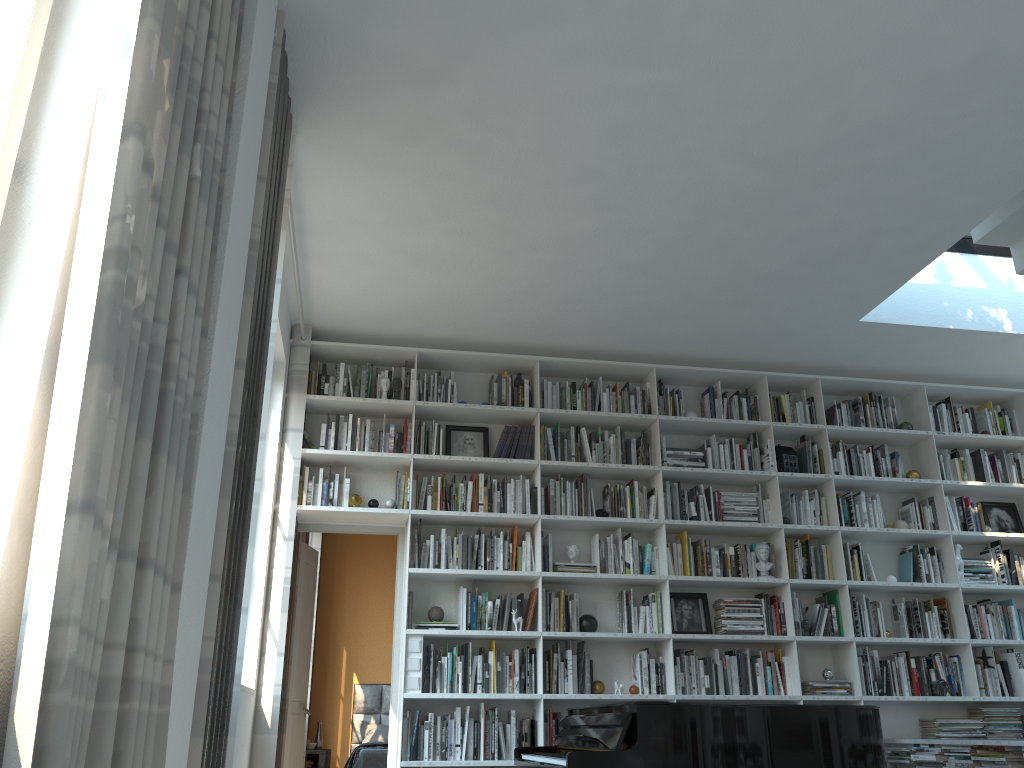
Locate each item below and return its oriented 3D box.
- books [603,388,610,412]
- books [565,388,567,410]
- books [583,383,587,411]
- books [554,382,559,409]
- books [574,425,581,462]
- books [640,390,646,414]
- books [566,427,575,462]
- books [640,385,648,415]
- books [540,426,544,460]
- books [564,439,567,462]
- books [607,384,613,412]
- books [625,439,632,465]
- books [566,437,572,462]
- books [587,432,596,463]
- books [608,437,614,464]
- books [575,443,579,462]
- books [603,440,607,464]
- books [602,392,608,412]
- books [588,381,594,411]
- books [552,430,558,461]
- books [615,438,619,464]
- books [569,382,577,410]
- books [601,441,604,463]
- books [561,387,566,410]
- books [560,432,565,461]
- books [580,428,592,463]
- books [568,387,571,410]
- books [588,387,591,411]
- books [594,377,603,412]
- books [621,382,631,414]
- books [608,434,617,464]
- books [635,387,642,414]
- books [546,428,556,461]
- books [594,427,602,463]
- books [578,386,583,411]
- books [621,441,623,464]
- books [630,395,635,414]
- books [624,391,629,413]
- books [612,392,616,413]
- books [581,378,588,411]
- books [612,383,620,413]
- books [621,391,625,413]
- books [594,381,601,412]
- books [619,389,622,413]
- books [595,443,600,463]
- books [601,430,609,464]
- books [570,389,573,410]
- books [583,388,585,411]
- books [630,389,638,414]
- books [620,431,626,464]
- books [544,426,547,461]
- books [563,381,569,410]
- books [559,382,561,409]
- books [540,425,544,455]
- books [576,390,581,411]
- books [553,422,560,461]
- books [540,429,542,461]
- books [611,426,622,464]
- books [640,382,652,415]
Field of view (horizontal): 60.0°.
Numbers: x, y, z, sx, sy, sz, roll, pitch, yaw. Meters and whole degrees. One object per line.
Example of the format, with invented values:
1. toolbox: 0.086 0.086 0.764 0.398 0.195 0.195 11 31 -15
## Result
1. books: 0.669 0.164 6.330 0.026 0.235 0.135 3 -21 -9
2. books: 0.364 0.155 6.266 0.015 0.206 0.167 3 -21 -9
3. books: 0.505 0.143 6.296 0.013 0.250 0.184 3 -21 -9
4. books: 0.304 0.132 6.267 0.023 0.250 0.171 3 -21 -9
5. books: 0.454 0.459 6.188 0.013 0.314 0.135 3 -21 -9
6. books: 0.921 0.179 6.353 0.026 0.224 0.173 3 -21 -9
7. books: 0.406 0.460 6.160 0.023 0.292 0.156 3 -21 -9
8. books: 0.939 0.163 6.371 0.014 0.266 0.172 3 -21 -9
9. books: 0.195 0.452 6.127 0.013 0.282 0.159 3 -21 -9
10. books: 0.354 0.502 6.142 0.024 0.200 0.154 3 -21 -9
11. books: 0.688 0.150 6.340 0.014 0.268 0.157 3 -21 -9
12. books: 0.795 0.518 6.206 0.030 0.217 0.183 3 -21 -9
13. books: 0.381 0.493 6.142 0.029 0.218 0.158 3 -21 -9
14. books: 0.550 0.485 6.185 0.027 0.264 0.169 3 -21 -9
15. books: 0.675 0.504 6.181 0.021 0.225 0.192 3 -21 -9
16. books: 0.433 0.518 6.153 0.034 0.179 0.160 3 -21 -9
17. books: 0.632 0.513 6.182 0.010 0.207 0.174 3 -21 -9
18. books: 0.642 0.181 6.310 0.031 0.189 0.182 3 -21 -9
19. books: 0.557 0.134 6.308 0.013 0.275 0.165 3 -21 -9
20. books: 0.296 0.469 6.137 0.011 0.259 0.158 3 -21 -9
21. books: 0.717 0.510 6.203 0.013 0.230 0.142 3 -21 -9
22. books: 0.428 0.137 6.305 0.028 0.267 0.152 3 -21 -9
23. books: 0.611 0.520 6.204 0.024 0.211 0.128 3 -21 -9
24. books: 0.344 0.148 6.250 0.029 0.207 0.179 3 -21 -9
25. books: 0.329 0.476 6.132 0.031 0.241 0.182 3 -21 -9
26. books: 0.502 0.466 6.167 0.075 0.284 0.179 3 -21 -9
27. books: 0.388 0.154 6.301 0.025 0.234 0.130 3 -21 -9
28. books: 0.534 0.157 6.311 0.029 0.234 0.130 3 -21 -9
29. books: 0.619 0.124 6.335 0.014 0.314 0.166 3 -21 -9
30. books: 0.816 0.147 6.355 0.013 0.284 0.160 3 -21 -9
31. books: 0.696 0.496 6.208 0.028 0.260 0.136 3 -21 -9
32. books: 0.890 0.168 6.374 0.029 0.260 0.152 3 -21 -9
33. books: 0.256 0.462 6.140 0.067 0.273 0.168 3 -21 -9
34. books: 0.597 0.465 6.194 0.012 0.306 0.145 3 -21 -9
35. books: 0.480 0.152 6.296 0.013 0.233 0.155 3 -21 -9
36. books: 0.744 0.524 6.214 0.024 0.212 0.150 3 -21 -9
37. books: 0.838 0.193 6.335 0.031 0.184 0.177 3 -21 -9
38. books: 0.790 0.179 6.319 0.026 0.199 0.188 3 -21 -9
39. books: 0.708 0.181 6.342 0.029 0.212 0.142 3 -21 -9
40. books: 0.516 0.122 6.308 0.010 0.297 0.151 3 -21 -9
41. books: 0.734 0.148 6.329 0.014 0.265 0.193 3 -21 -9
42. books: 0.770 0.175 6.319 0.013 0.206 0.178 3 -21 -9
43. books: 0.589 0.137 6.310 0.052 0.271 0.173 3 -21 -9
44. books: 0.751 0.169 6.332 0.021 0.227 0.161 3 -21 -9
45. books: 0.578 0.524 6.168 0.028 0.179 0.169 3 -21 -9
46. books: 0.648 0.483 6.210 0.026 0.285 0.138 3 -21 -9
47. books: 0.408 0.161 6.293 0.012 0.215 0.151 3 -21 -9
48. books: 0.493 0.158 6.287 0.011 0.215 0.160 3 -21 -9
49. books: 0.864 0.174 6.358 0.026 0.236 0.149 3 -21 -9
50. books: 0.766 0.490 6.234 0.022 0.289 0.147 3 -21 -9
51. books: 0.220 0.451 6.130 0.010 0.286 0.149 3 -21 -9
52. books: 0.375 0.130 6.280 0.010 0.263 0.161 3 -21 -9
53. books: 0.322 0.132 6.266 0.012 0.249 0.174 3 -21 -9
54. books: 0.204 0.449 6.153 0.014 0.307 0.130 3 -21 -9
55. books: 0.458 0.167 6.289 0.030 0.200 0.152 3 -21 -9
56. books: 0.309 0.440 6.140 0.012 0.313 0.172 3 -21 -9
57. books: 0.179 0.459 6.106 0.023 0.255 0.175 3 -21 -9
58. books: 0.731 0.468 6.210 0.011 0.312 0.184 3 -21 -9
59. books: 0.960 0.153 6.374 0.026 0.287 0.176 3 -21 -9
